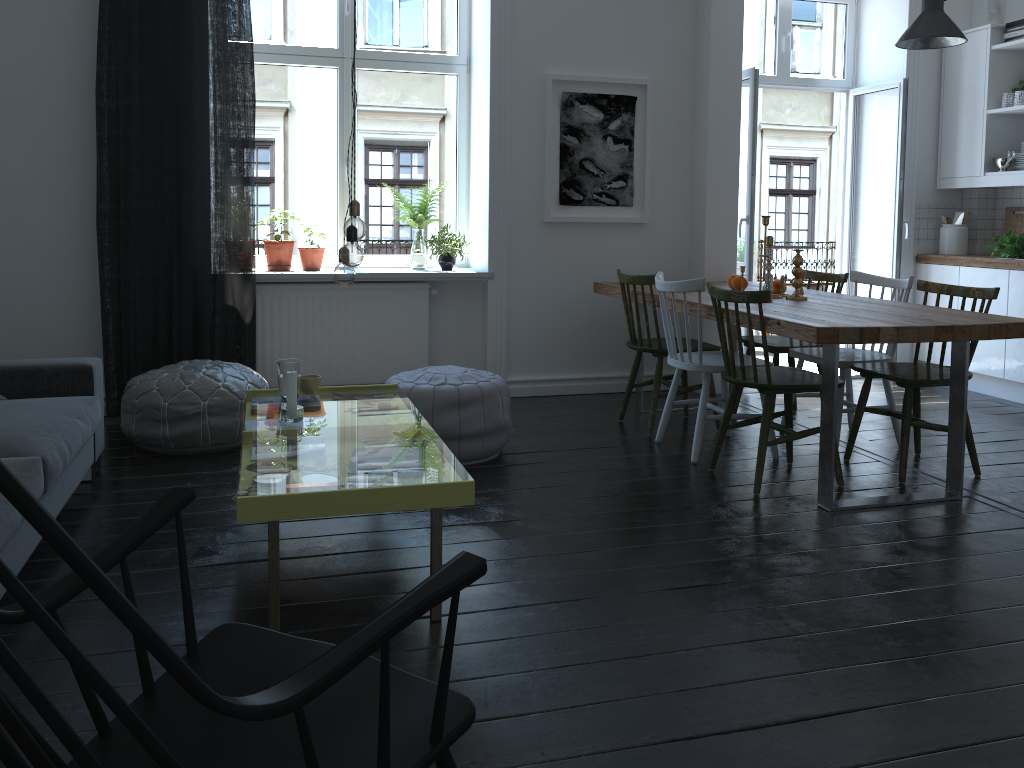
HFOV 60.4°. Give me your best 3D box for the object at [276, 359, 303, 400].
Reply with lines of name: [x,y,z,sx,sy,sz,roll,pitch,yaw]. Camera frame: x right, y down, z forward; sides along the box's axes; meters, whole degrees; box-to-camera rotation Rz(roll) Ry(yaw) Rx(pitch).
object: [-0.843,-0.016,3.337,0.098,0.145,0.098,5,7,35]

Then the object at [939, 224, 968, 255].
object: [3.039,-0.994,6.058,0.174,0.206,0.176,-1,7,-11]

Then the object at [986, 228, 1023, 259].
object: [3.180,-0.812,5.453,0.285,0.304,0.473,-6,11,-42]

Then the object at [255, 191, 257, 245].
object: [-1.584,-0.913,5.155,0.301,0.494,0.336,-3,7,-33]

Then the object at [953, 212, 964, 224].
object: [3.048,-1.040,6.059,0.141,0.287,0.065,-4,6,-42]

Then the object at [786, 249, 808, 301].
object: [1.395,-0.533,4.302,0.100,0.245,0.102,1,5,8]

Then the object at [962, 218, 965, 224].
object: [3.085,-1.015,6.043,0.051,0.245,0.115,4,6,39]

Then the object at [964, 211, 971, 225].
object: [3.085,-1.036,6.032,0.056,0.293,0.132,-2,6,-36]

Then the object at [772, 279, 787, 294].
object: [1.394,-0.507,4.610,0.084,0.083,0.090,0,8,-3]

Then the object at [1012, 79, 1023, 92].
object: [3.361,-1.891,5.620,0.164,0.251,0.351,-2,9,-25]

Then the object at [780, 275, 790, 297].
object: [1.382,-0.504,4.501,0.102,0.113,0.103,-3,8,-30]

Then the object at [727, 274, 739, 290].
object: [1.236,-0.564,4.880,0.084,0.089,0.089,-3,8,-26]

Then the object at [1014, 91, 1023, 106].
object: [3.210,-1.786,5.523,0.083,0.099,0.110,-3,8,-26]

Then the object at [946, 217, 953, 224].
object: [3.025,-1.025,6.085,0.061,0.249,0.118,2,5,14]

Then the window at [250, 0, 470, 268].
window: [-1.022,-1.711,5.469,1.569,1.969,0.108,-1,4,-16]

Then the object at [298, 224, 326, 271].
object: [-1.184,-0.815,5.251,0.178,0.275,0.195,6,8,41]

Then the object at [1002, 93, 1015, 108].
object: [3.191,-1.809,5.646,0.083,0.099,0.109,7,10,43]

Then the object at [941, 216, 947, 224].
object: [3.001,-1.031,6.085,0.149,0.260,0.054,-4,6,-41]

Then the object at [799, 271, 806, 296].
object: [1.442,-0.494,4.387,0.049,0.138,0.050,-1,5,-16]

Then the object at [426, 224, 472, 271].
object: [-0.389,-0.843,5.400,0.284,0.292,0.289,-1,7,-11]

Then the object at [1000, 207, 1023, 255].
object: [3.388,-1.023,5.912,0.041,0.327,0.223,0,6,-16]

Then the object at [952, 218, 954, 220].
object: [3.073,-1.022,6.074,0.033,0.247,0.119,0,5,-16]

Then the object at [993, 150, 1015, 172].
object: [3.144,-1.420,5.623,0.102,0.133,0.213,0,9,-4]

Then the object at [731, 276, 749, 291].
object: [1.242,-0.546,4.796,0.091,0.087,0.084,2,7,10]

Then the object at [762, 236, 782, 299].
object: [1.284,-0.585,4.405,0.141,0.308,0.141,3,6,26]

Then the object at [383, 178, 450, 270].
object: [-0.565,-0.991,5.457,0.395,0.560,0.330,5,7,38]

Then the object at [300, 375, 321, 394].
object: [-0.792,0.004,3.445,0.087,0.066,0.088,2,8,12]

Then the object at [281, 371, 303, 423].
object: [-0.744,0.039,2.976,0.074,0.172,0.075,2,5,19]

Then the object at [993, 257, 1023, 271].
object: [3.249,-0.721,5.450,0.354,0.110,0.377,-2,11,-16]

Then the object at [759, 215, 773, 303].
object: [1.180,-0.592,4.168,0.114,0.407,0.114,4,6,36]

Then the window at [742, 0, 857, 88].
window: [1.943,-2.470,6.260,1.180,0.652,0.106,-2,5,-16]

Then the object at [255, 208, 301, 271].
object: [-1.383,-0.857,5.210,0.258,0.366,0.237,0,6,-4]
